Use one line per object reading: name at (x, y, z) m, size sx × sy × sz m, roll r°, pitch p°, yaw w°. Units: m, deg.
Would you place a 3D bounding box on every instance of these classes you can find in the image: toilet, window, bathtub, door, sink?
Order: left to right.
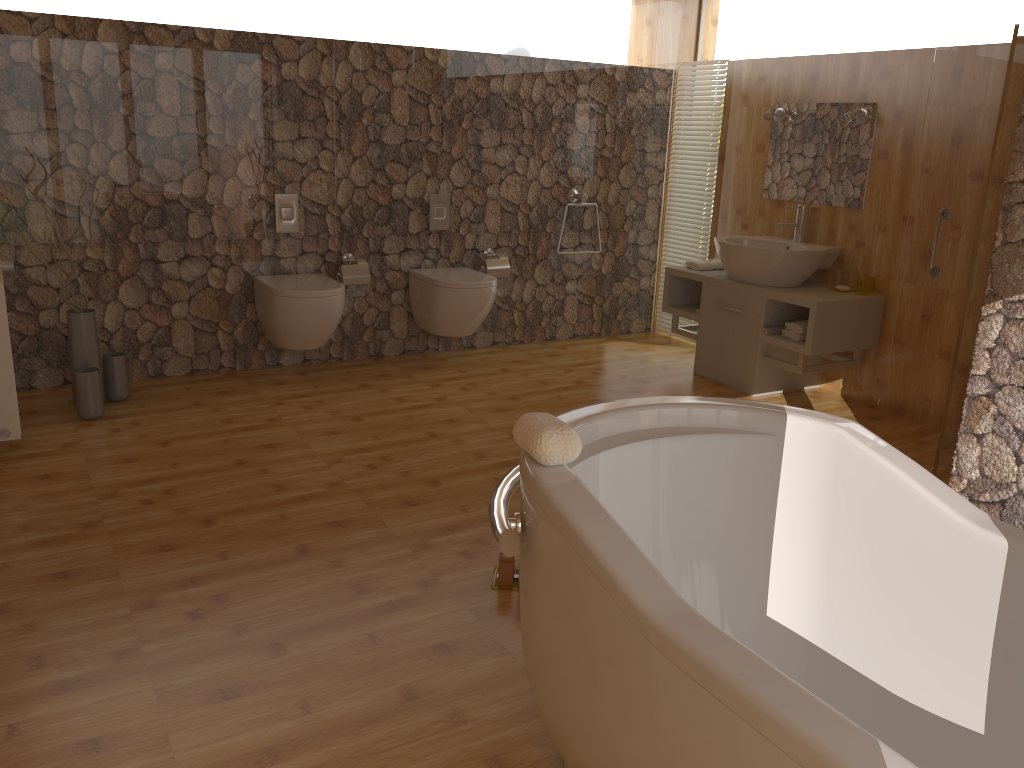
toilet at (-1.076, -0.357, 4.575) m, size 0.371 × 0.337 × 0.507 m, roll -7°, pitch 18°, yaw -29°
toilet at (-0.312, -0.448, 5.005) m, size 0.371 × 0.337 × 0.507 m, roll -7°, pitch 18°, yaw -29°
sink at (1.391, -0.761, 4.778) m, size 0.533 × 0.409 × 0.634 m, roll -7°, pitch 18°, yaw -29°
bathtub at (0.657, 0.501, 1.446) m, size 0.977 × 0.900 × 1.946 m, roll -6°, pitch 18°, yaw -27°
window at (2.158, -0.911, 4.238) m, size 0.010 × 2.164 × 3.964 m, roll -7°, pitch 18°, yaw -29°
door at (2.044, -0.676, 3.407) m, size 0.983 × 2.147 × 0.077 m, roll 5°, pitch 16°, yaw 9°

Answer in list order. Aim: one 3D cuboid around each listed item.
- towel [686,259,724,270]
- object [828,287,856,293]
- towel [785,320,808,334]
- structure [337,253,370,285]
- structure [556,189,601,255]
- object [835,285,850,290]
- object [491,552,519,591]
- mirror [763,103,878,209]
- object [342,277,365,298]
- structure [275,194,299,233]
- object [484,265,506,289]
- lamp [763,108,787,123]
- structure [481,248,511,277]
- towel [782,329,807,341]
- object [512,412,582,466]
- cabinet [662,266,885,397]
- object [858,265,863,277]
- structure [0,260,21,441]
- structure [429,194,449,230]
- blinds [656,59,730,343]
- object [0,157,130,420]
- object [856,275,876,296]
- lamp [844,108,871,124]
towel at (1.144, -0.699, 5.179) m, size 0.225 × 0.048 × 0.140 m, roll -5°, pitch 18°, yaw -24°
object at (1.714, -0.490, 4.607) m, size 0.100 × 0.010 × 0.100 m, roll -7°, pitch 18°, yaw -29°
towel at (1.526, -0.297, 4.530) m, size 0.225 × 0.048 × 0.140 m, roll -5°, pitch 18°, yaw -24°
structure at (-0.876, -0.627, 4.827) m, size 0.170 × 0.151 × 0.154 m, roll -7°, pitch 18°, yaw -29°
structure at (0.403, -1.004, 5.489) m, size 0.332 × 0.387 × 0.133 m, roll -7°, pitch 18°, yaw -29°
object at (1.717, -0.498, 4.605) m, size 0.075 × 0.023 × 0.050 m, roll 4°, pitch 16°, yaw 5°
object at (0.015, 0.528, 2.662) m, size 0.141 × 0.131 × 0.141 m, roll 3°, pitch 16°, yaw 2°
mirror at (1.639, -1.241, 4.776) m, size 0.005 × 0.523 × 0.698 m, roll -7°, pitch 18°, yaw -29°
object at (-0.861, -0.552, 4.831) m, size 0.098 × 0.151 × 0.090 m, roll -7°, pitch 18°, yaw -29°
structure at (-1.179, -0.893, 4.646) m, size 0.120 × 0.200 × 0.010 m, roll -7°, pitch 18°, yaw -29°
object at (-0.100, -0.643, 5.259) m, size 0.098 × 0.151 × 0.090 m, roll -7°, pitch 18°, yaw -29°
lamp at (1.450, -1.495, 4.925) m, size 0.124 × 0.080 × 0.080 m, roll -7°, pitch 18°, yaw -29°
structure at (-0.114, -0.718, 5.255) m, size 0.170 × 0.151 × 0.154 m, roll -7°, pitch 18°, yaw -29°
towel at (1.513, -0.262, 4.542) m, size 0.225 × 0.048 × 0.140 m, roll -5°, pitch 18°, yaw -24°
object at (0.067, 0.106, 1.733) m, size 0.105 × 0.077 × 0.166 m, roll -4°, pitch 17°, yaw -21°
cabinet at (1.376, -0.291, 4.918) m, size 0.517 × 0.570 × 1.136 m, roll -7°, pitch 18°, yaw -29°
object at (1.779, -0.539, 4.508) m, size 0.063 × 0.132 × 0.012 m, roll 2°, pitch 16°, yaw -1°
structure at (-2.060, -0.173, 3.582) m, size 0.150 × 0.600 × 0.745 m, roll -7°, pitch 18°, yaw -29°
structure at (-0.416, -0.984, 5.076) m, size 0.120 × 0.200 × 0.010 m, roll -7°, pitch 18°, yaw -29°
blinds at (1.153, -1.366, 5.635) m, size 0.042 × 2.178 × 0.420 m, roll -7°, pitch 18°, yaw -29°
object at (-1.892, -0.390, 3.779) m, size 0.277 × 1.123 × 0.658 m, roll 0°, pitch 16°, yaw -8°
object at (1.799, -0.501, 4.510) m, size 0.060 × 0.093 × 0.060 m, roll -7°, pitch 18°, yaw -29°
lamp at (1.729, -1.350, 4.461) m, size 0.124 × 0.080 × 0.080 m, roll -7°, pitch 18°, yaw -29°
